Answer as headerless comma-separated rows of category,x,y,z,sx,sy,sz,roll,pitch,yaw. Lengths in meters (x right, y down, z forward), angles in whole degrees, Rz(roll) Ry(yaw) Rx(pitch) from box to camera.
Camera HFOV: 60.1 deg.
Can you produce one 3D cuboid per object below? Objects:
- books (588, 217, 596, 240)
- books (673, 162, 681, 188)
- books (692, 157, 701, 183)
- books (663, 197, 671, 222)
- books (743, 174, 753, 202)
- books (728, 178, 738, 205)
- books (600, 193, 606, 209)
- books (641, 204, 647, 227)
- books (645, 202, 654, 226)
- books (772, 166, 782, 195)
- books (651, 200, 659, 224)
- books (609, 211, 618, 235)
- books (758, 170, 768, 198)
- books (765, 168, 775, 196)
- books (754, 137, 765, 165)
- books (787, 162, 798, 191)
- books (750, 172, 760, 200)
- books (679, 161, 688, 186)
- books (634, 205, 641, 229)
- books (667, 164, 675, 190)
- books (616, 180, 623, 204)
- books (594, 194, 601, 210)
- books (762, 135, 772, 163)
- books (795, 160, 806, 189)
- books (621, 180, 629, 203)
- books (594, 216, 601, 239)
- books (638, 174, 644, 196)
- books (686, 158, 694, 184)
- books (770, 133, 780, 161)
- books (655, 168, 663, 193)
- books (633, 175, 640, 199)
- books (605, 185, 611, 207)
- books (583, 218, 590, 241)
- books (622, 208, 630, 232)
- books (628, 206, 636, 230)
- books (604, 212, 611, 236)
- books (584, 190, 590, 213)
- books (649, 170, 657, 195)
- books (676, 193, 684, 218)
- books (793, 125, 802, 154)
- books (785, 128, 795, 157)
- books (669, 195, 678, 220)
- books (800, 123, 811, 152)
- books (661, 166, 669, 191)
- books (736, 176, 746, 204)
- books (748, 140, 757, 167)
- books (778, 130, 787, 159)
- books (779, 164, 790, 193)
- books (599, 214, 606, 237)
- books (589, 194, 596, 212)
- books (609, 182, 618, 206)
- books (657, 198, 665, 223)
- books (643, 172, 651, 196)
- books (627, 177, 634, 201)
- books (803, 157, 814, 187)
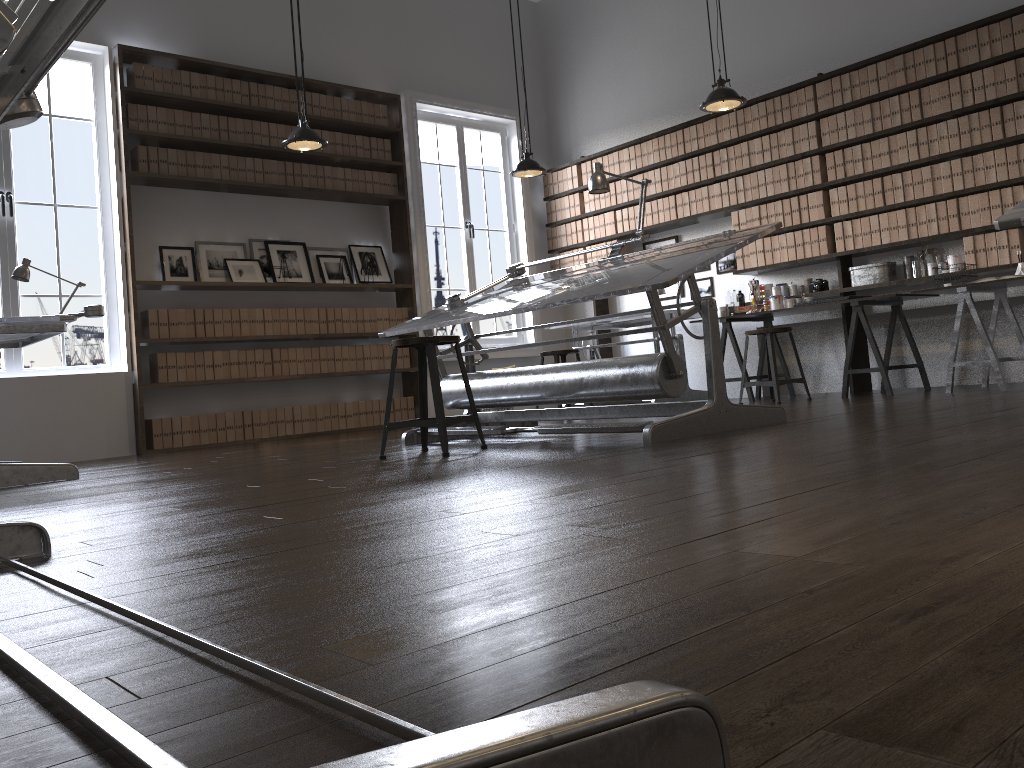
books,0.841,-1.521,8.693,0.174,0.226,0.066,-3,-3,-41
books,1.525,-1.848,7.893,0.174,0.226,0.066,-3,-3,-41
books,1.661,-1.859,7.738,0.175,0.226,0.066,-3,-3,-41
books,1.452,-1.565,7.994,0.175,0.226,0.066,-3,-3,-41
books,2.008,-1.619,7.354,0.174,0.226,0.066,-3,-3,-41
books,1.910,-1.611,7.456,0.175,0.226,0.066,-3,-3,-41
books,0.934,-1.798,8.576,0.175,0.226,0.066,-3,-3,-41
books,1.271,-1.550,8.198,0.174,0.226,0.066,-3,-3,-41
books,1.316,-1.554,8.141,0.175,0.226,0.066,-3,-3,-41
books,2.186,-1.634,7.145,0.175,0.226,0.066,-3,-3,-41
books,1.363,-1.558,8.086,0.175,0.226,0.066,-3,-3,-41
books,1.019,-1.536,8.482,0.175,0.226,0.066,-3,-3,-41
books,2.095,-1.627,7.245,0.175,0.226,0.066,-3,-3,-41
books,2.144,-1.631,7.192,0.175,0.226,0.066,-3,-3,-41
books,2.075,-1.894,7.259,0.175,0.226,0.066,-3,-3,-41
books,2.274,-1.642,7.045,0.175,0.226,0.066,-3,-3,-41
books,2.052,-1.623,7.300,0.175,0.226,0.066,-3,-3,-41
books,1.570,-1.852,7.837,0.175,0.226,0.066,-3,-3,-41
books,1.229,-1.546,8.253,0.174,0.226,0.066,-3,-3,-41
books,1.482,-1.844,7.948,0.174,0.226,0.066,-3,-3,-41
books,1.076,-1.810,8.416,0.175,0.226,0.066,-3,-3,-41
books,0.889,-1.794,8.620,0.175,0.226,0.066,-3,-3,-41
books,2.121,-1.898,7.204,0.175,0.226,0.066,-3,-3,-41
books,2.321,-1.646,6.992,0.174,0.226,0.066,-3,-3,-41
books,1.119,-1.814,8.360,0.174,0.226,0.066,-3,-3,-41
books,0.889,-1.525,8.643,0.174,0.226,0.066,-3,-3,-41
books,1.254,-1.825,8.201,0.175,0.226,0.066,-3,-3,-41
books,1.617,-1.855,7.782,0.175,0.226,0.066,-3,-3,-41
books,2.170,-1.902,7.153,0.175,0.226,0.066,-3,-3,-41
books,1.387,-1.836,8.050,0.175,0.226,0.066,-3,-3,-41
books,1.214,-1.822,8.256,0.175,0.226,0.066,-3,-3,-41
books,0.979,-1.802,8.528,0.175,0.226,0.066,-3,-3,-41
books,0.791,-1.517,8.745,0.175,0.226,0.066,-3,-3,-41
books,1.133,-1.538,8.354,0.175,0.226,0.066,-3,-3,-41
books,1.182,-1.543,8.304,0.175,0.226,0.066,-3,-3,-41
books,0.981,-1.533,8.533,0.175,0.226,0.066,-3,-3,-41
books,0.798,-1.786,8.732,0.174,0.226,0.066,-3,-3,-41
books,1.341,-1.832,8.106,0.175,0.226,0.066,-3,-3,-41
books,1.550,-1.574,7.882,0.175,0.226,0.066,-3,-3,-41
books,2.304,-1.914,6.998,0.175,0.226,0.066,-3,-3,-41
books,2.257,-1.909,7.045,0.175,0.226,0.066,-3,-3,-41
books,1.496,-1.569,7.935,0.175,0.226,0.066,-3,-3,-41
books,2.344,-1.917,6.950,0.175,0.226,0.066,-3,-3,-41
books,1.435,-1.840,8.000,0.175,0.226,0.066,-3,-3,-41
books,1.960,-1.615,7.404,0.174,0.226,0.066,-3,-3,-41
books,2.035,-1.891,7.308,0.175,0.226,0.066,-3,-3,-41
books,2.217,-1.906,7.102,0.174,0.226,0.066,-3,-3,-41
books,2.226,-1.638,7.092,0.175,0.226,0.066,-3,-3,-41
books,0.934,-1.529,8.590,0.175,0.226,0.066,-3,-3,-41
books,0.842,-1.790,8.675,0.175,0.226,0.066,-3,-3,-41
books,1.023,-1.806,8.469,0.175,0.226,0.066,-3,-3,-41
books,1.408,-1.562,8.042,0.175,0.226,0.066,-3,-3,-41
books,1.301,-1.829,8.154,0.175,0.226,0.066,-3,-3,-41
books,1.168,-1.818,8.309,0.174,0.226,0.066,-3,-3,-41
books,2.364,-1.649,6.936,0.174,0.226,0.066,-3,-3,-41
